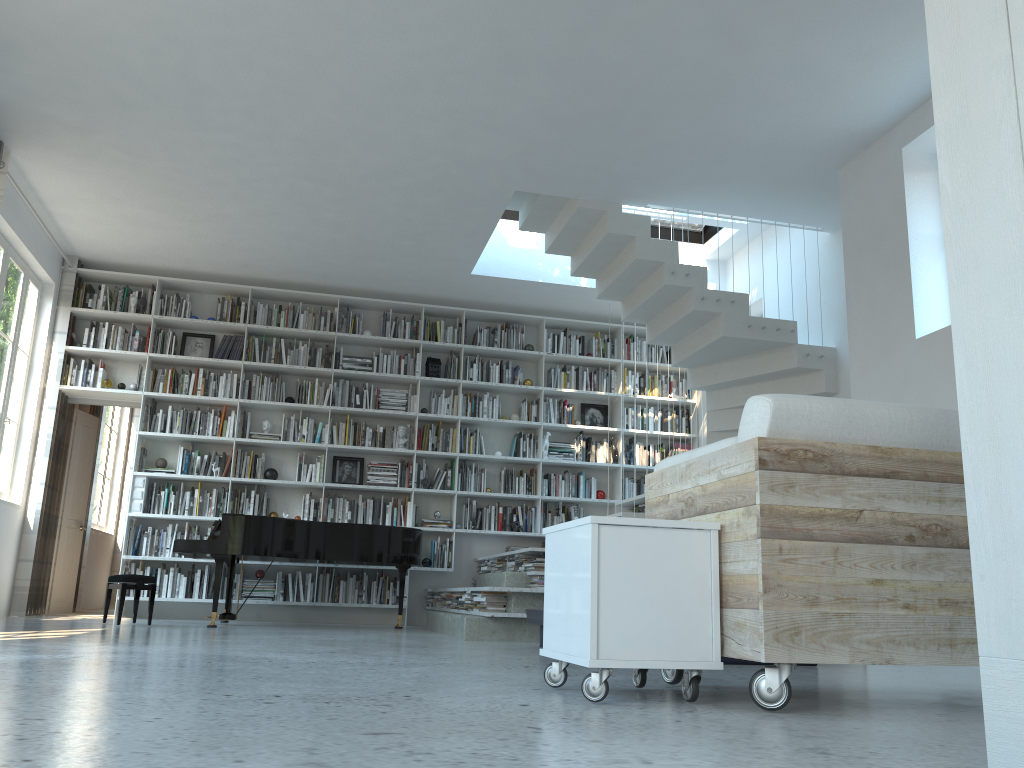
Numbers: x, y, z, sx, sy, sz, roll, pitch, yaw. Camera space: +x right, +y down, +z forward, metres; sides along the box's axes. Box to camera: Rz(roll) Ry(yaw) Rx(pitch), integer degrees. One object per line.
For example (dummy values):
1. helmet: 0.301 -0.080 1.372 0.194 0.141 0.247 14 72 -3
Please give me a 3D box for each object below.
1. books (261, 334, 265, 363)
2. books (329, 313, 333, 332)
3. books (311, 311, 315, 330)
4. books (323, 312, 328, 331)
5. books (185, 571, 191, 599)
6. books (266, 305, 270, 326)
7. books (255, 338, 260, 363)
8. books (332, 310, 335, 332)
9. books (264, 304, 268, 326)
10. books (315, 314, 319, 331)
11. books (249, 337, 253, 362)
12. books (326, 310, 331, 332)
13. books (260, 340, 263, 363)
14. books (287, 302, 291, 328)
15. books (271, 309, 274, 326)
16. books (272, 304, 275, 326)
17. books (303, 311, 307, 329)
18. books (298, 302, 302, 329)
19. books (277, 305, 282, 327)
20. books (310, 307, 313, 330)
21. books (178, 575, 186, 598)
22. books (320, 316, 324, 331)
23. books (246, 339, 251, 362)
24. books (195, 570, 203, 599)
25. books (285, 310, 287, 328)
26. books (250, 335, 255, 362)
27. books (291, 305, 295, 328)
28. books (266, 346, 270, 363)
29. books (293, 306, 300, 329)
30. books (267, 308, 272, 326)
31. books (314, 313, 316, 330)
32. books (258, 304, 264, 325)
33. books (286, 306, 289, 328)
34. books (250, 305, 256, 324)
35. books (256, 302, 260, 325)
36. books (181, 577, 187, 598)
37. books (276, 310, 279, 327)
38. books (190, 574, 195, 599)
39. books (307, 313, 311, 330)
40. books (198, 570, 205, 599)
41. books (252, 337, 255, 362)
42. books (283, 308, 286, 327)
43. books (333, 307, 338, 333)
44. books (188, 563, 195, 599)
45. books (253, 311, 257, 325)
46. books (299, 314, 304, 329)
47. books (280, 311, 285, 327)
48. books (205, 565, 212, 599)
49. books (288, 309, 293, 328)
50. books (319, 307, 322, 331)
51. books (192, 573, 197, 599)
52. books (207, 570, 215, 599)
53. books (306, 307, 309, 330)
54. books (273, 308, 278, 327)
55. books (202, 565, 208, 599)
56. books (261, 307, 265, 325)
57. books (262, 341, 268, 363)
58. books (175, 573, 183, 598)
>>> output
1. books: -2.419 -0.311 8.617 0.012 0.314 0.172 5 -14 -12
2. books: -1.804 -0.571 8.823 0.026 0.224 0.172 5 -14 -12
3. books: -1.973 -0.586 8.792 0.021 0.228 0.161 5 -14 -12
4. books: -1.861 -0.579 8.825 0.026 0.236 0.149 5 -14 -12
5. books: -2.921 1.813 8.015 0.023 0.243 0.188 5 -14 -12
6. books: -2.396 -0.633 8.701 0.012 0.249 0.174 5 -14 -12
7. books: -2.472 -0.291 8.618 0.067 0.274 0.168 5 -14 -12
8. books: -1.786 -0.588 8.840 0.014 0.266 0.172 5 -14 -12
9. books: -2.414 -0.634 8.702 0.023 0.250 0.171 5 -14 -12
10. books: -1.934 -0.573 8.783 0.026 0.199 0.187 5 -14 -12
11. books: -2.533 -0.302 8.600 0.013 0.283 0.159 5 -14 -12
12. books: -1.835 -0.586 8.841 0.030 0.260 0.152 5 -14 -12
13. books: -2.433 -0.283 8.617 0.011 0.259 0.157 5 -14 -12
14. books: -2.203 -0.640 8.751 0.010 0.298 0.151 5 -13 -12
15. books: -2.355 -0.609 8.706 0.015 0.207 0.167 5 -14 -12
16. books: -2.343 -0.635 8.717 0.010 0.263 0.161 5 -14 -12
17. books: -2.054 -0.594 8.786 0.026 0.235 0.134 5 -14 -12
18. books: -2.102 -0.637 8.783 0.014 0.314 0.166 5 -14 -12
19. books: -2.292 -0.628 8.746 0.028 0.267 0.152 5 -14 -12
20. books: -1.988 -0.608 8.786 0.014 0.265 0.192 5 -14 -12
21. books: -2.979 1.828 8.005 0.028 0.205 0.171 5 -14 -12
22. books: -1.887 -0.558 8.803 0.031 0.184 0.177 5 -14 -12
23. books: -2.548 -0.294 8.580 0.023 0.255 0.175 5 -14 -12
24. books: -2.843 1.818 8.048 0.027 0.255 0.179 5 -14 -12
25. books: -2.227 -0.602 8.734 0.011 0.215 0.160 5 -14 -12
26. books: -2.525 -0.309 8.626 0.014 0.308 0.130 5 -13 -12
27. books: -2.163 -0.626 8.755 0.013 0.275 0.165 5 -14 -12
28. books: -2.378 -0.248 8.629 0.024 0.201 0.153 5 -14 -12
29. books: -2.132 -0.622 8.759 0.052 0.272 0.173 5 -14 -12
30. books: -2.373 -0.614 8.689 0.029 0.207 0.179 5 -14 -12
31. books: -1.953 -0.577 8.782 0.013 0.206 0.178 5 -14 -12
32. books: -2.463 -0.640 8.692 0.031 0.254 0.146 5 -14 -12
33. books: -2.215 -0.618 8.741 0.013 0.251 0.184 5 -14 -12
34. books: -2.536 -0.639 8.669 0.029 0.237 0.156 5 -14 -12
35. books: -2.493 -0.650 8.708 0.021 0.278 0.141 5 -13 -12
36. books: -2.948 1.838 8.003 0.031 0.187 0.190 5 -14 -12
37. books: -2.313 -0.604 8.736 0.012 0.215 0.150 5 -14 -12
38. books: -2.893 1.837 8.047 0.024 0.213 0.137 5 -14 -12
39. books: -2.016 -0.577 8.802 0.029 0.213 0.142 5 -14 -12
40. books: -2.815 1.822 8.078 0.040 0.263 0.137 5 -14 -12
41. books: -2.508 -0.302 8.604 0.010 0.286 0.148 5 -14 -12
42. books: -2.240 -0.610 8.741 0.013 0.234 0.155 5 -14 -12
43. books: -1.765 -0.598 8.842 0.026 0.288 0.176 5 -14 -12
44. books: -2.910 1.789 8.055 0.013 0.309 0.131 5 -13 -12
45. books: -2.514 -0.607 8.683 0.024 0.182 0.133 5 -14 -12
46. books: -2.080 -0.576 8.767 0.031 0.189 0.182 5 -14 -12
47. books: -2.263 -0.595 8.736 0.030 0.201 0.152 5 -14 -12
48. books: -2.761 1.799 8.062 0.012 0.303 0.166 5 -14 -12
49. books: -2.188 -0.605 8.760 0.029 0.235 0.130 5 -14 -12
50. books: -1.907 -0.608 8.815 0.013 0.285 0.160 5 -14 -12
51. books: -2.868 1.831 8.042 0.022 0.224 0.141 5 -14 -12
52. books: -2.730 1.831 8.087 0.065 0.255 0.156 5 -14 -12
53. books: -2.034 -0.608 8.795 0.014 0.268 0.156 5 -14 -12
54. books: -2.332 -0.613 8.742 0.025 0.234 0.130 5 -14 -12
55. books: -2.778 1.802 8.060 0.021 0.295 0.188 5 -14 -12
56. books: -2.436 -0.622 8.690 0.023 0.219 0.181 5 -14 -12
57. books: -2.400 -0.273 8.615 0.031 0.241 0.182 5 -14 -12
58. books: -3.003 1.821 8.002 0.021 0.217 0.191 5 -14 -12
